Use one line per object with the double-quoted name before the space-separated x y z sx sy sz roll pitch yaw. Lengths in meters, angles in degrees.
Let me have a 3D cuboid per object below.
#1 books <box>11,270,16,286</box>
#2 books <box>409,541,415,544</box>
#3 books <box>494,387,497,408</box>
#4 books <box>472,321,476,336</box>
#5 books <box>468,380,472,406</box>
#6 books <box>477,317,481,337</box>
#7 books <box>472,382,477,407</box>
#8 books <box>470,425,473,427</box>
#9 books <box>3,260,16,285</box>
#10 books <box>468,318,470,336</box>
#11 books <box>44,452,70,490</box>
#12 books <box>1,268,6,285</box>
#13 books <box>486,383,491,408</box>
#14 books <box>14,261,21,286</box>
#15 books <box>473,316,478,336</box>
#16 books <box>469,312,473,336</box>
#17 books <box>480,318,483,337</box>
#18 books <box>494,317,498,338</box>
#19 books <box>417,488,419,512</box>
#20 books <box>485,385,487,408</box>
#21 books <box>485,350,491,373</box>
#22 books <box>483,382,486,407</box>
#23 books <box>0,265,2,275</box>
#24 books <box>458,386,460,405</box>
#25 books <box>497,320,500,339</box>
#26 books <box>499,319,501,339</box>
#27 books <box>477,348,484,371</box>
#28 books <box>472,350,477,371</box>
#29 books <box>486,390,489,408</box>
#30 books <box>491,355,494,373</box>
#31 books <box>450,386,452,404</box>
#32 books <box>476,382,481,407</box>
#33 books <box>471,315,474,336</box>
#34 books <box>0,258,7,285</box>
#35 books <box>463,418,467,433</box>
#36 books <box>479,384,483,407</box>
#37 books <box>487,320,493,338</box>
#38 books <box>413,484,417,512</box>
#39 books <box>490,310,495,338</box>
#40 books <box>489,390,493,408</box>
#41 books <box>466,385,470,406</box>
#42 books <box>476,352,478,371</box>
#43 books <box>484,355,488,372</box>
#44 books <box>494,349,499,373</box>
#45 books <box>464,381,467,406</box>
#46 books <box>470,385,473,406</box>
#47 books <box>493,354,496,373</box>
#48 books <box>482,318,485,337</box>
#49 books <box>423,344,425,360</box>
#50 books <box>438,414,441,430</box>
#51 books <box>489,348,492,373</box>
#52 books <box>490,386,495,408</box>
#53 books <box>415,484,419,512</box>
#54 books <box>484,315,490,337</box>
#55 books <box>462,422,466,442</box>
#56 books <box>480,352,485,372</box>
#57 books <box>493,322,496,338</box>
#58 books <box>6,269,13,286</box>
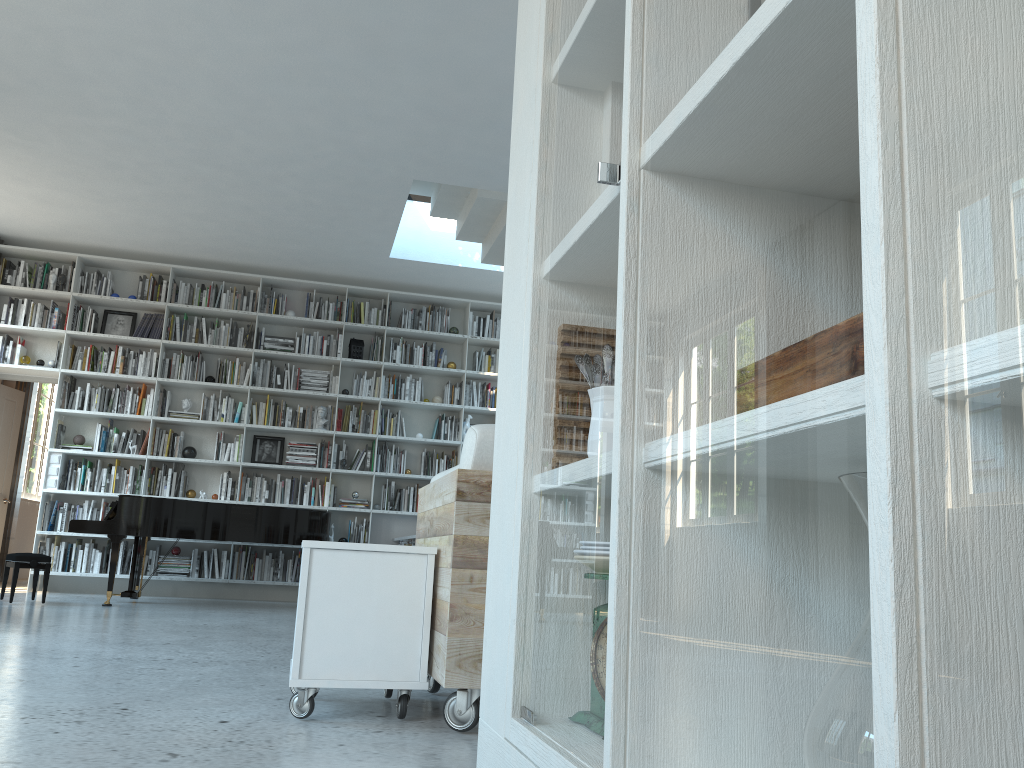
"books" -4.698 -0.965 8.402 0.031 0.195 0.145 5 -11 -13
"books" -0.755 1.344 7.494 0.192 0.014 0.257 6 -12 -16
"books" -0.183 0.169 9.272 0.026 0.243 0.178 5 -11 -13
"books" -0.412 -0.547 9.336 0.022 0.182 0.190 5 -11 -13
"books" -0.447 0.119 9.236 0.015 0.300 0.140 5 -11 -13
"books" -0.364 -0.570 9.359 0.026 0.241 0.185 5 -11 -13
"books" -0.397 0.129 9.243 0.065 0.288 0.146 5 -11 -13
"books" -0.316 0.457 9.206 0.285 0.012 0.160 6 -12 -15
"books" -4.745 -1.011 8.372 0.025 0.269 0.177 5 -11 -13
"books" -0.478 -0.568 9.338 0.023 0.218 0.172 5 -11 -13
"books" -4.183 0.811 8.157 0.106 0.339 0.307 5 -11 -13
"books" -4.772 -0.976 8.365 0.024 0.194 0.167 5 -11 -13
"books" -0.256 0.143 9.265 0.014 0.284 0.176 5 -11 -13
"books" -4.673 -1.008 8.399 0.010 0.280 0.161 5 -11 -13
"books" -0.390 -0.576 9.359 0.025 0.250 0.178 5 -11 -13
"books" -0.452 -0.602 9.357 0.028 0.293 0.150 5 -11 -13
"books" -0.341 -0.561 9.372 0.024 0.230 0.169 5 -11 -13
"books" -0.176 -0.561 9.406 0.014 0.261 0.168 5 -11 -13
"books" -0.945 1.179 8.909 0.031 0.243 0.185 5 -11 -13
"books" -0.289 0.152 9.272 0.020 0.266 0.152 5 -11 -13
"books" -0.258 -0.207 9.323 0.026 0.260 0.167 5 -11 -13
"books" -0.301 0.138 9.257 0.012 0.287 0.177 5 -11 -13
"books" -4.810 -0.992 8.366 0.023 0.223 0.151 5 -11 -13
"books" -0.562 0.147 9.202 0.013 0.220 0.156 5 -11 -13
"books" -0.159 -0.546 9.409 0.022 0.235 0.172 5 -11 -13
"books" -0.140 -0.551 9.423 0.021 0.253 0.151 5 -11 -13
"books" -0.348 -0.224 9.315 0.052 0.281 0.167 5 -11 -13
"books" -0.392 -0.214 9.305 0.012 0.253 0.161 5 -11 -13
"books" -0.269 0.178 9.244 0.013 0.206 0.190 5 -11 -13
"books" -0.223 -0.184 9.336 0.030 0.224 0.158 5 -11 -13
"books" -0.645 0.139 9.202 0.011 0.227 0.131 5 -11 -13
"books" -0.358 0.136 9.258 0.012 0.284 0.160 5 -11 -13
"books" -0.434 -0.583 9.367 0.014 0.263 0.140 5 -11 -13
"books" -4.788 -1.023 8.366 0.014 0.285 0.175 5 -11 -13
"books" -0.483 0.495 9.165 0.028 0.266 0.138 5 -11 -13
"books" -0.333 0.148 9.272 0.043 0.268 0.131 5 -11 -13
"books" -0.242 -0.551 9.396 0.030 0.230 0.148 5 -11 -13
"books" -0.981 1.159 8.924 0.012 0.284 0.160 5 -11 -13
"books" -0.216 -0.600 9.400 0.014 0.331 0.181 5 -11 -13
"books" -0.236 0.181 9.268 0.033 0.212 0.153 5 -11 -13
"books" -0.473 0.142 9.240 0.030 0.253 0.128 5 -11 -13
"books" -0.380 -0.205 9.303 0.013 0.236 0.142 5 -11 -13
"books" -0.284 -0.184 9.308 0.025 0.207 0.175 5 -11 -13
"books" -0.170 -0.211 9.347 0.026 0.287 0.156 5 -11 -13
"books" -0.500 0.123 9.229 0.031 0.283 0.137 5 -11 -13
"books" -0.434 0.145 9.226 0.011 0.247 0.156 5 -11 -13
"books" -0.200 -0.185 9.357 0.024 0.235 0.147 5 -11 -13
"books" -0.320 -0.564 9.396 0.027 0.249 0.140 5 -11 -13
"books" -0.930 -0.270 9.209 0.010 0.271 0.120 5 -11 -13
"books" -0.747 0.459 9.111 0.016 0.289 0.135 5 -11 -13
"books" -0.241 -0.221 9.339 0.011 0.295 0.163 5 -11 -13
"books" -0.208 0.164 9.277 0.021 0.252 0.167 5 -11 -13
"books" -0.964 1.152 8.906 0.012 0.292 0.175 5 -11 -13
"books" -0.279 -0.578 9.390 0.048 0.277 0.150 5 -11 -13
"books" -0.504 0.509 9.126 0.027 0.221 0.184 5 -11 -13
"books" -0.313 -0.204 9.329 0.026 0.250 0.130 5 -11 -13
"books" -0.203 -0.539 9.417 0.030 0.220 0.133 5 -11 -13
"books" -4.721 -0.968 8.371 0.028 0.186 0.182 5 -11 -13
